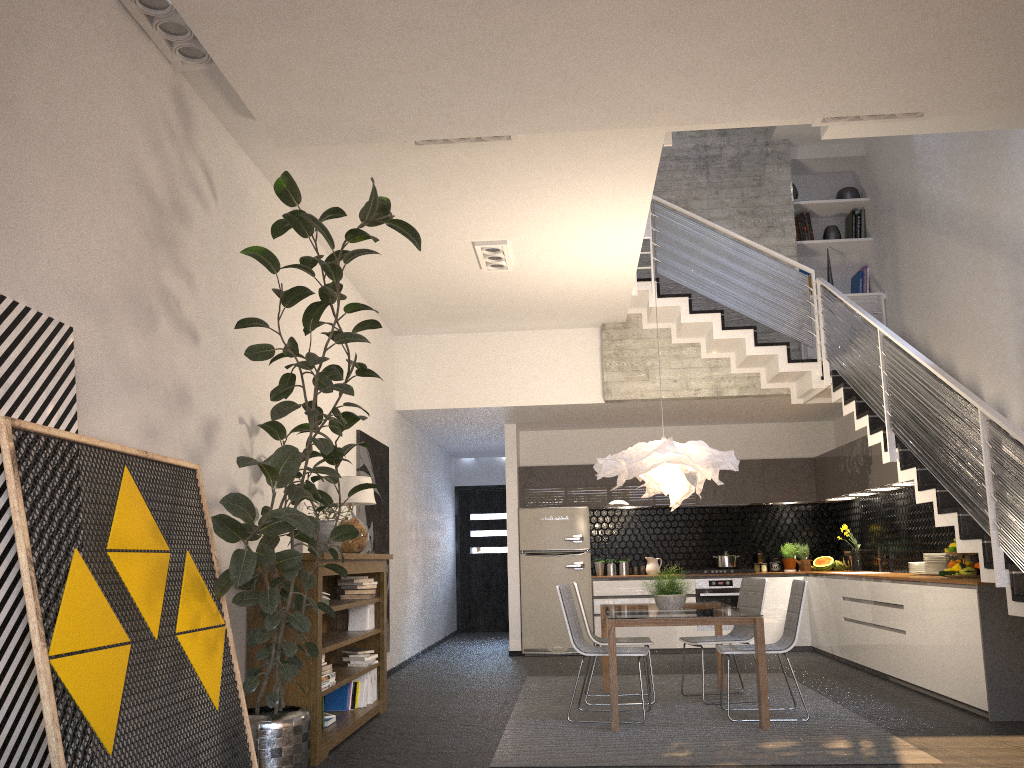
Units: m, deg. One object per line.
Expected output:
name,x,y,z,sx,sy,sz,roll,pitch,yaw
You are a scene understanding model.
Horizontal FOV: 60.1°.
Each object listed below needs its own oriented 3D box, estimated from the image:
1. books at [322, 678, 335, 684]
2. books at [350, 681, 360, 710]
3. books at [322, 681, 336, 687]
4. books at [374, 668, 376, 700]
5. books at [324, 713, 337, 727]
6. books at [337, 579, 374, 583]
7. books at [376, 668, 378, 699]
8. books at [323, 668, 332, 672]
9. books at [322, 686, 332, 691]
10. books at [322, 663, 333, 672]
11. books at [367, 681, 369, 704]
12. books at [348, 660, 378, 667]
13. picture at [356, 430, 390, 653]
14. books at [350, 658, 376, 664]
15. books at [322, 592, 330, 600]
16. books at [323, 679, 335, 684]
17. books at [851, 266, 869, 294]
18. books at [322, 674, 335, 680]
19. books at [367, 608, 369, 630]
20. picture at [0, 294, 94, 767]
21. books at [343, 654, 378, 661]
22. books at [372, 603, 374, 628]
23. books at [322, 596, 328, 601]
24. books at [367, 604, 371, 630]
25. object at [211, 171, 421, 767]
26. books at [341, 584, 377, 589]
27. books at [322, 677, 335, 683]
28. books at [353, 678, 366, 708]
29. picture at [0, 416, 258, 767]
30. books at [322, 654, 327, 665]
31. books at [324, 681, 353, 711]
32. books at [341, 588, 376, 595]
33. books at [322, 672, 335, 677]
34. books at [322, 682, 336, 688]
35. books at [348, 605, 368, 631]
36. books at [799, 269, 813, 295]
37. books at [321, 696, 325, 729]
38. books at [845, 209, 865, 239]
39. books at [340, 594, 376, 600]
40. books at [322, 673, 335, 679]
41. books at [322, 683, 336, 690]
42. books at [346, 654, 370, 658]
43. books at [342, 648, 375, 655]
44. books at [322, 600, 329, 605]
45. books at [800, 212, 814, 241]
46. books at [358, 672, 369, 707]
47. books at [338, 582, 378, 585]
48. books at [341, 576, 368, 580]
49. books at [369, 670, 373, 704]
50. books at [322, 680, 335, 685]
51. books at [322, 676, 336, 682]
books,-1.210,1.773,5.276,0.218,0.006,0.307,-3,-11,8
books,-1.166,2.211,6.286,0.146,0.182,0.148,-3,-10,7
books,-1.203,1.787,5.263,0.219,0.013,0.307,-3,-11,8
books,-1.108,2.250,6.649,0.175,0.241,0.024,-2,-8,4
books,-1.234,2.151,5.668,0.271,0.049,0.259,8,-15,-40
books,-1.181,1.483,6.680,0.175,0.023,0.244,8,-15,-40
books,-1.104,2.256,6.679,0.174,0.242,0.040,-2,-8,4
books,-1.273,1.804,5.546,0.243,0.023,0.176,-4,-11,11
books,-1.204,1.810,5.262,0.218,0.008,0.307,-2,-11,3
books,-1.263,1.778,5.553,0.225,0.029,0.181,-3,-11,7
books,-1.120,2.234,6.471,0.155,0.203,0.021,-2,-8,4
books,-1.091,2.046,6.483,0.155,0.020,0.207,-4,-12,14
picture,-1.285,1.517,8.246,0.033,2.011,1.243,-2,-9,4
books,-1.090,2.028,6.491,0.174,0.019,0.246,0,-11,-6
books,-1.314,1.276,5.375,0.323,0.108,0.274,-10,-14,38
books,-1.210,1.777,5.266,0.218,0.008,0.291,-3,-11,10
books,3.784,-1.060,9.634,0.146,0.380,0.274,-2,-9,4
books,-1.207,1.755,5.278,0.218,0.007,0.307,-3,-11,7
books,-1.128,1.753,6.601,0.120,0.158,0.016,-2,-8,4
picture,-1.589,0.678,2.750,0.207,2.002,0.966,-2,-9,4
books,-1.112,2.006,6.494,0.175,0.023,0.245,-4,-12,13
books,-1.119,1.765,6.739,0.136,0.187,0.018,-2,-8,4
books,-1.264,1.343,5.523,0.166,0.023,0.229,-3,-11,8
books,-1.119,1.741,6.619,0.136,0.187,0.018,-2,-8,4
object,-1.078,0.446,4.615,0.908,3.174,2.028,1,-10,-18
books,-1.159,1.532,6.693,0.180,0.029,0.226,9,-15,-43
books,-1.207,1.768,5.273,0.218,0.008,0.291,-3,-11,8
books,-1.129,2.211,6.334,0.155,0.192,0.105,-2,-9,4
picture,-1.396,1.029,3.461,0.386,1.592,1.510,-2,-10,4
books,-1.282,1.729,5.555,0.217,0.068,0.159,-4,-11,13
books,-1.218,2.176,6.224,0.171,0.225,0.166,-2,-9,4
books,0.553,-1.410,8.882,0.362,6.654,5.413,-9,-12,44
books,-1.211,1.739,5.282,0.219,0.013,0.307,-3,-11,8
books,-1.204,1.796,5.264,0.218,0.008,0.307,-3,-11,8
books,-1.133,1.726,6.527,0.135,0.180,0.078,-2,-9,4
books,3.195,-1.035,9.673,0.171,0.370,0.274,-2,-9,4
books,-1.259,2.025,5.496,0.167,0.239,0.105,-2,-9,4
books,3.759,-1.684,9.707,0.160,0.379,0.268,-2,-9,4
books,-1.149,1.587,6.621,0.230,0.034,0.288,-1,-11,-4
books,-1.212,1.747,5.279,0.218,0.007,0.307,-3,-11,8
books,-1.204,1.803,5.261,0.218,0.007,0.307,-3,-11,8
books,-1.127,1.981,6.484,0.155,0.022,0.207,2,-12,-16
books,-1.130,1.960,6.494,0.148,0.023,0.222,10,-16,-44
books,-1.268,1.373,5.527,0.179,0.033,0.245,-3,-11,7
books,3.229,-1.662,9.761,0.134,0.379,0.274,-2,-9,4
books,-1.126,2.199,6.375,0.174,0.233,0.101,-2,-9,4
books,-1.168,1.508,6.694,0.244,0.019,0.176,-8,-13,28
books,-1.189,1.461,6.683,0.205,0.022,0.156,1,-11,-11
books,-1.108,2.219,6.495,0.175,0.241,0.024,-2,-8,4
books,-1.209,1.783,5.266,0.218,0.008,0.291,-3,-11,10
books,-1.205,1.761,5.276,0.218,0.007,0.307,-3,-11,7
